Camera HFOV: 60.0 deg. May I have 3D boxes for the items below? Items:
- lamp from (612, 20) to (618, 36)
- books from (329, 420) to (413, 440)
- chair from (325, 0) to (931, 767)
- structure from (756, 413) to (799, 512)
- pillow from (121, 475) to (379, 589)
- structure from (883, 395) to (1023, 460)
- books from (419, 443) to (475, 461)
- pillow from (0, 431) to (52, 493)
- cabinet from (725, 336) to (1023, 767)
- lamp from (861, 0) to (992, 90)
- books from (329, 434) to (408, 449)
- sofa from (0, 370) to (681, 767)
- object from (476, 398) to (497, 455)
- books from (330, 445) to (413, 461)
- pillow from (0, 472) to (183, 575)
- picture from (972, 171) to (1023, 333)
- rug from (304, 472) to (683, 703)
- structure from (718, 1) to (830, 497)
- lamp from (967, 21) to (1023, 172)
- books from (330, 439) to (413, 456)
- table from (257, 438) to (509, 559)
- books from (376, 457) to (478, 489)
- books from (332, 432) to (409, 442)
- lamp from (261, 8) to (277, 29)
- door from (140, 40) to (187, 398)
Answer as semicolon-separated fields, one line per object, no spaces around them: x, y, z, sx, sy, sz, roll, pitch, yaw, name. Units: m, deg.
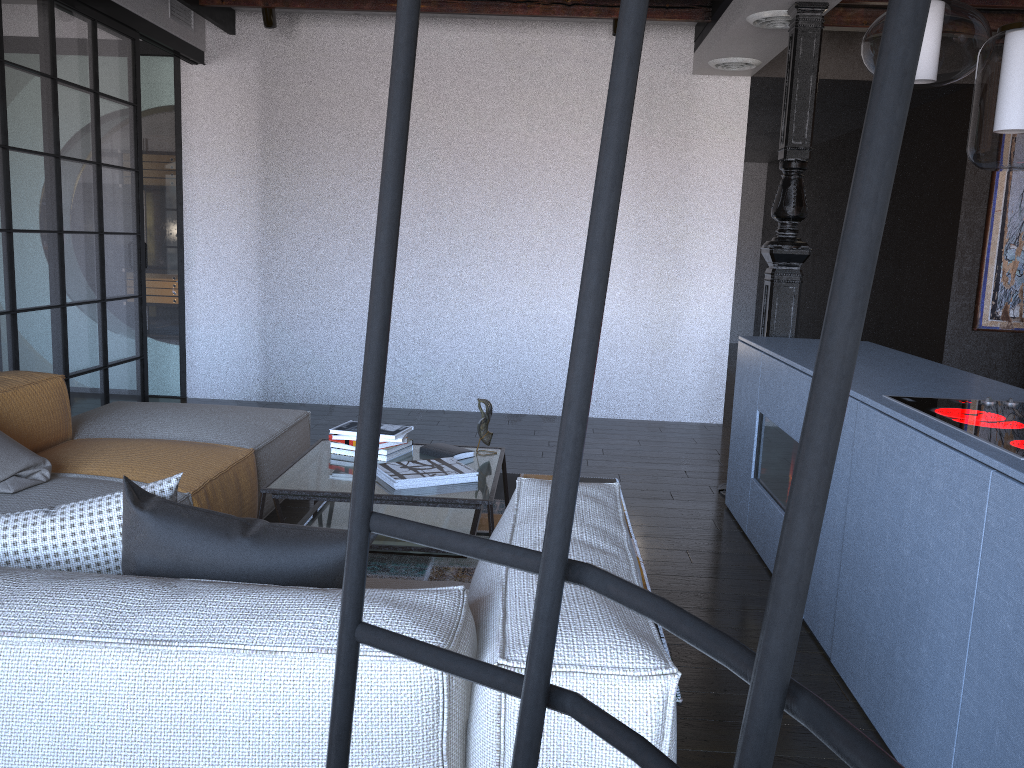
0.651;-2.253;5.488;0.120;0.184;0.082;11;13;43;lamp
-0.541;0.176;3.426;0.268;0.014;0.196;5;9;13;books
-0.183;-0.406;0.029;0.802;2.223;0.682;-6;13;-42;chair
1.203;0.365;3.371;0.332;0.394;0.943;3;9;2;structure
-0.523;0.368;1.691;0.538;0.417;0.238;1;9;-8;pillow
1.294;0.115;2.155;0.504;0.057;0.763;3;9;2;structure
-0.251;0.261;3.445;0.181;0.029;0.129;10;12;39;books
-1.654;0.199;2.798;0.358;0.314;0.484;-7;13;-44;pillow
1.297;0.429;2.815;0.607;0.845;2.957;3;9;2;cabinet
1.267;-1.235;2.670;0.364;0.665;0.364;0;10;-14;lamp
-0.552;0.212;3.414;0.239;0.023;0.190;9;11;36;books
-0.931;0.414;2.918;2.536;0.698;3.297;3;9;2;sofa
-0.113;0.162;3.484;0.099;0.223;0.093;11;12;41;object
-0.543;0.252;3.442;0.247;0.024;0.209;6;10;21;books
-0.859;0.361;1.730;0.543;0.402;0.250;0;10;-15;pillow
3.652;-1.081;6.092;0.780;1.472;0.067;3;9;2;picture
-0.186;0.657;3.623;1.432;0.013;2.362;3;9;2;rug
-2.486;-0.584;3.232;8.514;2.396;0.481;0;10;-17;structure
1.247;-1.001;2.116;0.194;0.956;0.197;8;11;32;lamp
-0.544;0.230;3.439;0.251;0.023;0.209;6;10;21;books
-0.431;0.490;3.270;0.842;0.389;0.847;3;9;2;table
-0.302;0.311;3.104;0.308;0.038;0.225;-2;10;-27;books
-0.542;0.191;3.429;0.268;0.014;0.196;3;9;1;books
-1.533;-2.345;5.576;0.093;0.210;0.145;2;9;-2;lamp
-4.363;-1.195;6.462;4.185;2.596;0.138;3;9;2;door
